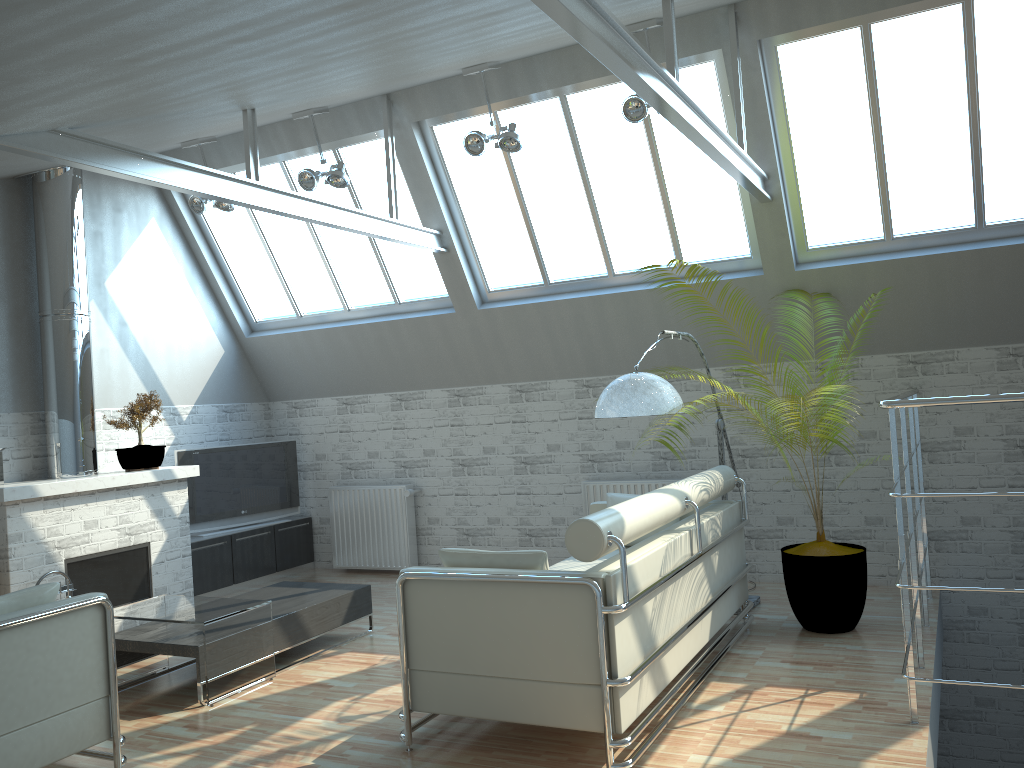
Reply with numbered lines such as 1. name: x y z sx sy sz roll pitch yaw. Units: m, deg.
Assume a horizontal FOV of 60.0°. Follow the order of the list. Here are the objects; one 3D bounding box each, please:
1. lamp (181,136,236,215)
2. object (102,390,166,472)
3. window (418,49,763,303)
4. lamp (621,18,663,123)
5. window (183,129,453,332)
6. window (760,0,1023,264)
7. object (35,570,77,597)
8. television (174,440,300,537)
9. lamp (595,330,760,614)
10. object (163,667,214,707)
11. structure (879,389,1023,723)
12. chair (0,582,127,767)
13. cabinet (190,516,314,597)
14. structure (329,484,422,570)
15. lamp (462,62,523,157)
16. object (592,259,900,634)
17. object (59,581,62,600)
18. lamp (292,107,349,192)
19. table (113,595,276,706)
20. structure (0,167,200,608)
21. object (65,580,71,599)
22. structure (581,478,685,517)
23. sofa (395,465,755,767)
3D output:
1. lamp: -4.815 -3.289 13.926 0.808 1.172 0.619 -5 -2 31
2. object: -5.899 0.722 13.856 0.572 1.265 1.115 -5 -2 30
3. window: 1.146 -2.900 13.160 4.651 2.787 1.897 -4 -1 27
4. lamp: 1.660 -3.789 10.670 0.808 1.172 0.619 -5 -2 31
5. window: -3.382 -2.550 15.437 4.651 2.787 1.897 -4 -1 27
6. window: 5.674 -3.250 10.883 4.651 2.787 1.897 -4 -1 27
7. object: -6.089 3.048 11.796 0.412 1.124 0.584 -4 -1 27
8. television: -4.976 1.860 16.100 0.592 1.514 2.577 -5 -2 37
9. lamp: 2.478 1.178 11.542 1.015 3.709 4.621 -5 -2 33
10. object: -5.301 2.249 10.472 4.859 2.558 1.528 -4 -1 26
11. structure: 6.679 1.301 8.348 5.366 2.781 6.483 -4 -1 27
12. chair: -4.924 2.430 7.258 2.507 2.001 2.201 -4 -1 27
13. cabinet: -4.990 3.128 16.020 0.908 1.016 3.234 -4 -1 27
14. structure: -2.504 2.637 16.373 1.892 1.524 0.508 -4 -1 27
15. lamp: -0.327 -3.636 11.669 0.808 1.172 0.618 -5 -2 31
16. object: 2.877 0.799 10.609 3.777 4.386 5.015 -4 -1 2
17. object: -5.992 3.057 11.799 0.025 0.855 0.025 -3 -2 -41
18. lamp: -2.845 -3.441 12.935 0.808 1.172 0.619 -5 -2 31
19. table: -3.708 2.961 10.032 1.726 0.867 1.015 -4 -1 27
20. structure: -6.466 0.075 13.192 1.309 7.180 3.302 -4 -1 27
21. object: -5.940 3.065 11.901 0.155 0.873 0.026 -4 -1 28
22. structure: 2.074 2.284 14.071 1.892 1.524 0.508 -4 -1 27
23. sofa: 0.966 2.095 9.437 2.199 1.999 4.866 -4 -1 27
